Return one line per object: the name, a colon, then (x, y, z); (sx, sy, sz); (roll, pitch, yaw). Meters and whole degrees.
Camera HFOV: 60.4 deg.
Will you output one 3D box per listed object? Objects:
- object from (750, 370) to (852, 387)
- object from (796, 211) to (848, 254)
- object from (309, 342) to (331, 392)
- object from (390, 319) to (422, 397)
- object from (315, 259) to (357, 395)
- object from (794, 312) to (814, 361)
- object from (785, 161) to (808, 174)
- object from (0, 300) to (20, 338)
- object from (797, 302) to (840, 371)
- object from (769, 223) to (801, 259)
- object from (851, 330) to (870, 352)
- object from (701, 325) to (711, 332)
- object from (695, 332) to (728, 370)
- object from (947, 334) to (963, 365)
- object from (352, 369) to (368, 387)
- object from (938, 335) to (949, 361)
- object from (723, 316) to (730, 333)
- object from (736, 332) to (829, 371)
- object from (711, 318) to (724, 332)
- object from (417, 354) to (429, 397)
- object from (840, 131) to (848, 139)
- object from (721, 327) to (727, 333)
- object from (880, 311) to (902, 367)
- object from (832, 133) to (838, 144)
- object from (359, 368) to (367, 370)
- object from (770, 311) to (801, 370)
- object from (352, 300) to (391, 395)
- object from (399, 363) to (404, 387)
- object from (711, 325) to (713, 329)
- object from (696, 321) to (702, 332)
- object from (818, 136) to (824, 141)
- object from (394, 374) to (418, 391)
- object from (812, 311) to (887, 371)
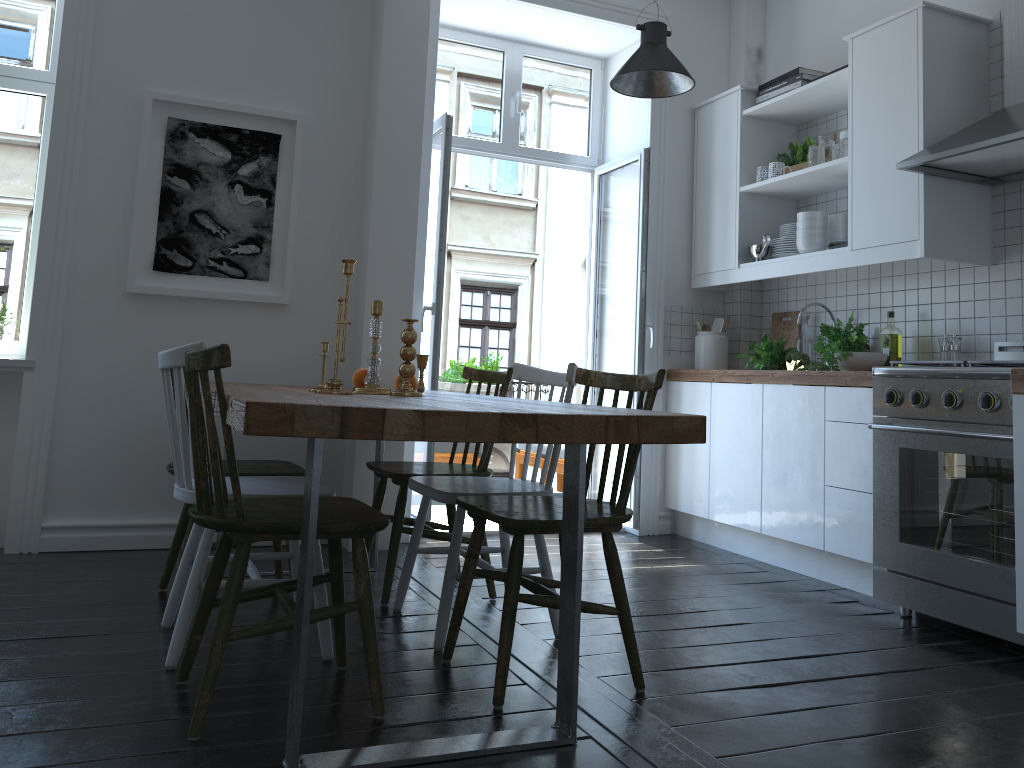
object: (1.362, -0.002, 4.167); (0.352, 0.112, 0.370); (3, 0, -23)
object: (1.493, -0.706, 4.196); (0.308, 0.219, 0.149); (4, -4, -25)
object: (-0.597, -0.053, 2.793); (0.080, 0.162, 0.079); (0, -6, 24)
object: (-0.332, -0.083, 2.813); (0.100, 0.250, 0.099); (3, -6, 1)
object: (-0.525, -0.173, 2.670); (0.113, 0.416, 0.112); (-1, -7, 29)
object: (1.492, -0.209, 4.495); (0.097, 0.321, 0.097); (5, -6, -23)
object: (1.505, -1.054, 4.476); (0.152, 0.104, 0.391); (3, -1, -23)
object: (-2.236, -0.259, 3.701); (0.284, 0.298, 0.284); (4, -3, -18)
object: (1.516, -0.215, 4.222); (0.188, 0.357, 0.272); (-2, -6, 43)
object: (1.451, -0.698, 4.429); (0.305, 0.197, 0.299); (3, -2, -22)
object: (1.635, -0.157, 4.137); (0.085, 0.233, 0.084); (-1, -7, 32)
object: (1.064, -0.202, 4.802); (0.061, 0.254, 0.116); (2, -5, 7)
object: (1.080, -0.175, 4.772); (0.173, 0.211, 0.173); (4, -4, -18)
object: (1.829, -0.119, 3.637); (0.059, 0.175, 0.058); (4, -6, -9)
object: (-0.548, -0.013, 3.269); (0.091, 0.089, 0.082); (2, -3, 3)
object: (1.824, -0.120, 3.702); (0.059, 0.175, 0.058); (4, -6, -9)
object: (1.131, -0.220, 4.760); (0.056, 0.300, 0.130); (9, -8, -43)
object: (1.295, -0.095, 4.179); (0.469, 0.311, 0.281); (1, -4, 40)
object: (1.091, -0.220, 4.782); (0.064, 0.293, 0.139); (-3, -7, 41)
object: (-0.297, -0.027, 2.893); (0.049, 0.141, 0.049); (5, -6, -23)
object: (1.629, -1.106, 4.254); (0.084, 0.225, 0.084); (4, -6, -16)
object: (1.129, -0.197, 4.766); (0.050, 0.250, 0.113); (-1, -7, 32)
object: (1.686, -0.182, 3.918); (0.066, 0.286, 0.066); (6, -7, -28)
object: (1.597, -1.126, 4.355); (0.056, 0.236, 0.055); (5, -7, -20)
object: (-0.563, -0.016, 3.351); (0.083, 0.091, 0.087); (5, -4, -33)
object: (1.447, -0.218, 4.679); (0.040, 0.334, 0.219); (5, -5, -23)
object: (-0.453, -0.120, 2.907); (0.140, 0.315, 0.138); (1, -6, 19)
object: (-0.371, -0.018, 2.996); (0.101, 0.115, 0.102); (5, -4, -37)
object: (1.113, -0.199, 4.796); (0.033, 0.253, 0.117); (5, -6, -23)
object: (1.040, -0.208, 4.800); (0.054, 0.266, 0.148); (-3, -7, 42)
object: (1.537, -1.125, 4.384); (0.059, 0.228, 0.059); (8, -8, -40)
object: (-0.373, -0.002, 3.102); (0.084, 0.085, 0.088); (3, -3, -10)
object: (1.467, -0.184, 3.850); (0.336, 0.272, 0.270); (4, -4, -33)
